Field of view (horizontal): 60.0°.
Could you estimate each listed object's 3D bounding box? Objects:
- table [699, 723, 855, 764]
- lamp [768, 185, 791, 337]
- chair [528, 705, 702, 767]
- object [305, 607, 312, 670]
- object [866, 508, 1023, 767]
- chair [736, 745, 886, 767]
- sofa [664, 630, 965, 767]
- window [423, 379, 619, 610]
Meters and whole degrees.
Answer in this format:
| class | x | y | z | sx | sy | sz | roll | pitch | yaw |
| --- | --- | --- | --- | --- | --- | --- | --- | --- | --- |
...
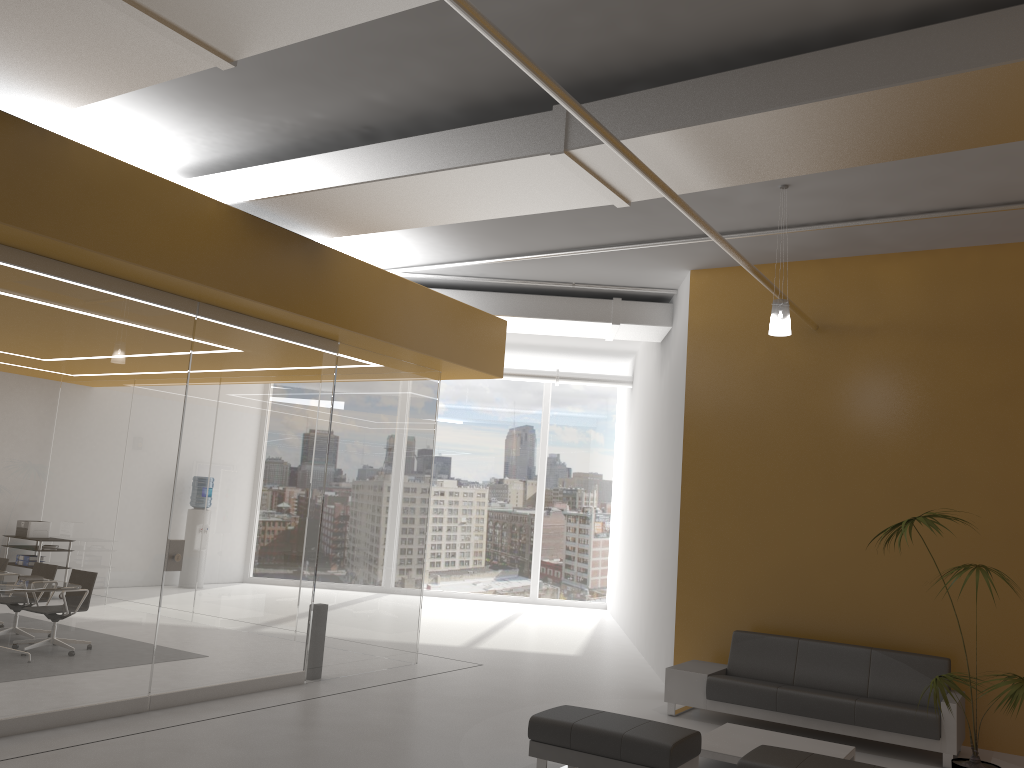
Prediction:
| class | x | y | z | sx | sy | sz | roll | pitch | yaw |
| --- | --- | --- | --- | --- | --- | --- | --- | --- | --- |
| table | 1.929 | 2.770 | 6.594 | 1.000 | 0.150 | 1.000 | -1 | -10 | 31 |
| lamp | 2.165 | -1.000 | 7.112 | 0.174 | 1.227 | 0.174 | 7 | -9 | -17 |
| chair | 0.667 | 2.433 | 5.834 | 1.012 | 0.423 | 0.575 | -1 | -10 | 31 |
| object | -1.935 | 2.512 | 8.670 | 0.124 | 0.706 | 0.152 | 0 | -9 | 27 |
| object | 2.859 | 1.790 | 5.681 | 0.912 | 1.956 | 1.222 | 7 | -9 | -17 |
| chair | 1.856 | 2.409 | 5.079 | 1.012 | 0.423 | 0.575 | -1 | -10 | 31 |
| sofa | 2.624 | 2.688 | 7.828 | 2.400 | 0.761 | 0.860 | -1 | -10 | 31 |
| window | -0.845 | 1.945 | 17.533 | 8.533 | 4.498 | 0.100 | 4 | -8 | 2 |
